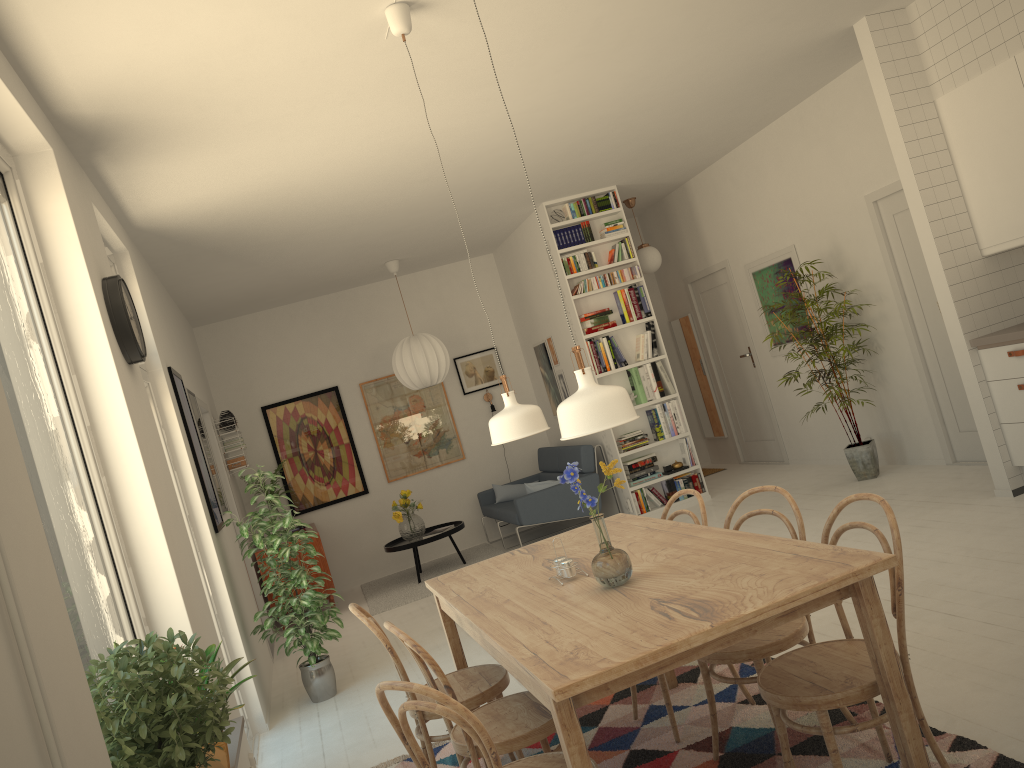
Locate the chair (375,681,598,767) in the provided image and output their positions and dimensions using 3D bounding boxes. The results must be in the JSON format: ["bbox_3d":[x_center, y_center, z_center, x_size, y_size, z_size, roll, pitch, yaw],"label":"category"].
[{"bbox_3d":[-0.002,1.030,2.206,0.484,0.811,0.385,-16,-1,-43],"label":"chair"}]

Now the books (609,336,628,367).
[{"bbox_3d":[0.913,-0.280,7.836,0.093,0.288,0.200,-16,-1,-15],"label":"books"}]

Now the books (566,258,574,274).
[{"bbox_3d":[0.483,-1.015,7.795,0.030,0.149,0.201,-16,-1,-15],"label":"books"}]

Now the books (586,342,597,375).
[{"bbox_3d":[0.660,-0.212,7.780,0.021,0.301,0.222,-16,-1,-15],"label":"books"}]

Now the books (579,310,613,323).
[{"bbox_3d":[0.714,-0.585,7.835,0.314,0.035,0.205,-16,-1,-15],"label":"books"}]

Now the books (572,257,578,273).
[{"bbox_3d":[0.522,-1.028,7.816,0.013,0.149,0.208,-16,-1,-15],"label":"books"}]

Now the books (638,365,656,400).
[{"bbox_3d":[1.182,-0.004,7.903,0.023,0.321,0.235,-16,-1,-15],"label":"books"}]

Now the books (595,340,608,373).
[{"bbox_3d":[0.753,-0.233,7.791,0.030,0.289,0.200,-16,-1,-15],"label":"books"}]

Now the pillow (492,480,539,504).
[{"bbox_3d":[0.050,1.083,9.025,0.540,0.277,0.157,-16,-1,-14],"label":"pillow"}]

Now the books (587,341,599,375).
[{"bbox_3d":[0.678,-0.217,7.780,0.015,0.301,0.207,-16,-1,-15],"label":"books"}]

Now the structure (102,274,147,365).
[{"bbox_3d":[-1.587,-0.265,3.648,0.074,0.371,0.371,-16,-1,-15],"label":"structure"}]

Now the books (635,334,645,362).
[{"bbox_3d":[1.133,-0.317,7.875,0.115,0.232,0.133,-16,-1,-15],"label":"books"}]

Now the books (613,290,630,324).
[{"bbox_3d":[0.960,-0.674,7.907,0.032,0.300,0.200,-16,-1,-15],"label":"books"}]

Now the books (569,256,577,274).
[{"bbox_3d":[0.509,-1.025,7.797,0.023,0.152,0.199,-16,-1,-15],"label":"books"}]

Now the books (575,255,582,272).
[{"bbox_3d":[0.560,-1.041,7.811,0.012,0.155,0.208,-16,-1,-15],"label":"books"}]

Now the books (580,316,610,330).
[{"bbox_3d":[0.729,-0.537,7.821,0.269,0.064,0.128,-16,-1,-45],"label":"books"}]

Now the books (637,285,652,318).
[{"bbox_3d":[1.157,-0.723,7.942,0.054,0.289,0.179,-16,-1,-15],"label":"books"}]

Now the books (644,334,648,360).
[{"bbox_3d":[1.165,-0.324,7.891,0.106,0.225,0.138,-16,-1,-15],"label":"books"}]

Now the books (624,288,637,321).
[{"bbox_3d":[1.026,-0.691,7.914,0.029,0.301,0.185,-16,-1,-15],"label":"books"}]

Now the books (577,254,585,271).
[{"bbox_3d":[0.575,-1.047,7.833,0.028,0.159,0.222,-16,-1,-15],"label":"books"}]

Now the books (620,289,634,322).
[{"bbox_3d":[0.995,-0.682,7.910,0.039,0.302,0.199,-16,-1,-15],"label":"books"}]

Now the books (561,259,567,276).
[{"bbox_3d":[0.422,-1.000,7.800,0.019,0.156,0.205,-16,-1,-15],"label":"books"}]

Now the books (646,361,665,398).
[{"bbox_3d":[1.260,-0.031,7.906,0.056,0.327,0.202,-16,-1,-15],"label":"books"}]

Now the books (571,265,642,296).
[{"bbox_3d":[0.789,-0.894,7.873,0.665,0.110,0.278,-16,-1,-15],"label":"books"}]

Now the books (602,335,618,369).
[{"bbox_3d":[0.854,-0.271,7.808,0.033,0.306,0.150,-16,-1,-15],"label":"books"}]

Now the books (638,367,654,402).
[{"bbox_3d":[1.148,0.014,7.873,0.065,0.311,0.199,-16,-1,-15],"label":"books"}]

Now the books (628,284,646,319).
[{"bbox_3d":[1.109,-0.724,7.931,0.039,0.317,0.160,-16,-1,-15],"label":"books"}]

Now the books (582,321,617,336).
[{"bbox_3d":[0.750,-0.482,7.812,0.301,0.056,0.201,-16,-1,-15],"label":"books"}]

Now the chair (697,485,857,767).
[{"bbox_3d":[0.814,0.795,2.952,0.484,0.811,0.385,-16,-1,-33],"label":"chair"}]

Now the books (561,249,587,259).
[{"bbox_3d":[0.524,-1.126,7.825,0.255,0.022,0.189,-17,-1,-5],"label":"books"}]

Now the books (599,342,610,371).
[{"bbox_3d":[0.784,-0.226,7.791,0.024,0.260,0.199,-16,-1,-15],"label":"books"}]

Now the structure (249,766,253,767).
[{"bbox_3d":[-0.773,1.412,2.531,0.113,0.279,1.028,-16,-1,-15],"label":"structure"}]

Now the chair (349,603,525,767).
[{"bbox_3d":[-0.248,1.115,3.233,0.484,0.811,0.385,-16,-1,-13],"label":"chair"}]

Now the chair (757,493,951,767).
[{"bbox_3d":[0.909,0.761,2.452,0.484,0.811,0.385,-16,-1,-13],"label":"chair"}]

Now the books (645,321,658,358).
[{"bbox_3d":[1.237,-0.392,7.932,0.092,0.319,0.179,-16,-1,-15],"label":"books"}]

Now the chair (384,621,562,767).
[{"bbox_3d":[-0.055,1.052,2.768,0.484,0.811,0.385,-16,-1,-18],"label":"chair"}]

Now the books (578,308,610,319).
[{"bbox_3d":[0.699,-0.612,7.826,0.266,0.026,0.203,-16,-1,-26],"label":"books"}]

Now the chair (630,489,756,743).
[{"bbox_3d":[0.604,0.863,3.413,0.484,0.811,0.385,-16,-1,-18],"label":"chair"}]

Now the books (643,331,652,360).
[{"bbox_3d":[1.198,-0.341,7.925,0.092,0.244,0.196,-16,-1,-15],"label":"books"}]

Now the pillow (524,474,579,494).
[{"bbox_3d":[0.358,0.967,7.793,0.534,0.353,0.141,-16,-1,-16],"label":"pillow"}]

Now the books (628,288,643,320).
[{"bbox_3d":[1.070,-0.699,7.919,0.059,0.291,0.182,-16,-1,-15],"label":"books"}]

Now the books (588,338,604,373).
[{"bbox_3d":[0.724,-0.240,7.786,0.021,0.317,0.179,-16,-1,-15],"label":"books"}]

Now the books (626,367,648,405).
[{"bbox_3d":[1.089,0.021,7.854,0.056,0.328,0.228,-16,-1,-15],"label":"books"}]

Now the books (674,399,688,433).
[{"bbox_3d":[1.466,0.293,7.940,0.039,0.303,0.229,-16,-1,-15],"label":"books"}]

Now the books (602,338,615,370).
[{"bbox_3d":[0.823,-0.255,7.807,0.032,0.291,0.189,-16,-1,-15],"label":"books"}]

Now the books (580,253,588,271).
[{"bbox_3d":[0.607,-1.055,7.834,0.035,0.158,0.199,-16,-1,-15],"label":"books"}]

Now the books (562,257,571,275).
[{"bbox_3d":[0.453,-1.012,7.784,0.034,0.162,0.197,-16,-1,-15],"label":"books"}]

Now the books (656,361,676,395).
[{"bbox_3d":[1.333,-0.046,7.933,0.099,0.316,0.228,-16,-1,-15],"label":"books"}]

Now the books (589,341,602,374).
[{"bbox_3d":[0.704,-0.220,7.779,0.032,0.291,0.203,-16,-1,-15],"label":"books"}]

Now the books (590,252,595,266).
[{"bbox_3d":[0.688,-1.080,7.852,0.016,0.158,0.145,-16,-1,-15],"label":"books"}]

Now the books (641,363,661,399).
[{"bbox_3d":[1.215,-0.015,7.898,0.037,0.324,0.240,-16,-1,-15],"label":"books"}]

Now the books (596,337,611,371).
[{"bbox_3d":[0.794,-0.251,7.814,0.020,0.304,0.193,-16,-1,-15],"label":"books"}]

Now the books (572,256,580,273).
[{"bbox_3d":[0.539,-1.036,7.822,0.024,0.155,0.188,-16,-1,-15],"label":"books"}]
